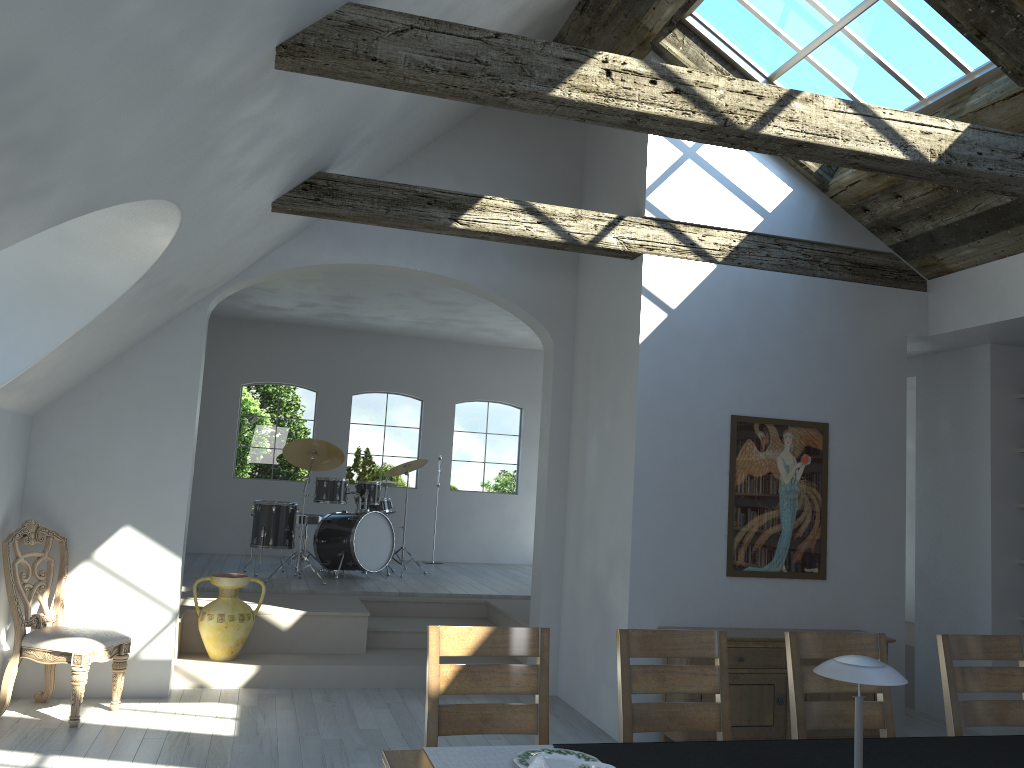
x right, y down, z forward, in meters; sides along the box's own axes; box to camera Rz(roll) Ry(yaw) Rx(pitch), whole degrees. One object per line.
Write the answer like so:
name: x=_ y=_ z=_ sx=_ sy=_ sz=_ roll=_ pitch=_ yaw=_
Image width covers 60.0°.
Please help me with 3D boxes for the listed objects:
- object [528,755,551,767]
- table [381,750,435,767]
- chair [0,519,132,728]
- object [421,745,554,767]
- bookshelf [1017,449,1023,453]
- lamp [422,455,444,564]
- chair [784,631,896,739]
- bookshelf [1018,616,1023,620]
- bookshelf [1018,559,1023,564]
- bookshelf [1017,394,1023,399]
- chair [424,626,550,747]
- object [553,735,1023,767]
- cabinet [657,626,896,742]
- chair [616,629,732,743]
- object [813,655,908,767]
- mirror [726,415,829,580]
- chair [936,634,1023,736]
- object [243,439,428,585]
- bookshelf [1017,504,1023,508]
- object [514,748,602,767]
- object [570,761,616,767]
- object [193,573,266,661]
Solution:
object: x=0.072 y=1.012 z=2.303 sx=0.064 sy=0.092 sz=0.064 roll=3 pitch=-7 yaw=3
table: x=1.205 y=1.527 z=2.506 sx=3.078 sy=0.737 sz=0.939 roll=5 pitch=-7 yaw=-15
chair: x=-2.753 y=1.436 z=5.459 sx=0.655 sy=1.159 sz=0.552 roll=2 pitch=-7 yaw=10
object: x=1.240 y=1.198 z=2.554 sx=2.872 sy=0.077 sz=1.050 roll=5 pitch=-7 yaw=-15
bookshelf: x=4.859 y=0.139 z=2.720 sx=0.315 sy=0.070 sz=7.825 roll=5 pitch=-7 yaw=-15
lamp: x=-0.976 y=1.608 z=11.445 sx=0.232 sy=1.383 sz=0.238 roll=5 pitch=-7 yaw=-15
chair: x=1.389 y=1.508 z=3.396 sx=0.514 sy=1.006 sz=0.605 roll=5 pitch=-7 yaw=-15
bookshelf: x=4.790 y=1.315 z=2.582 sx=0.315 sy=0.070 sz=7.825 roll=5 pitch=-7 yaw=-15
bookshelf: x=4.813 y=0.923 z=2.628 sx=0.315 sy=0.070 sz=7.825 roll=5 pitch=-7 yaw=-15
bookshelf: x=4.882 y=-0.253 z=2.766 sx=0.315 sy=0.070 sz=7.825 roll=5 pitch=-7 yaw=-15
chair: x=-0.045 y=1.378 z=3.010 sx=0.514 sy=1.006 sz=0.605 roll=5 pitch=-7 yaw=-15
object: x=1.239 y=1.271 z=2.549 sx=2.456 sy=0.227 sz=1.073 roll=5 pitch=-7 yaw=-15
cabinet: x=1.649 y=1.921 z=5.542 sx=1.481 sy=0.714 sz=0.383 roll=5 pitch=-7 yaw=-15
chair: x=0.672 y=1.443 z=3.203 sx=0.514 sy=1.006 sz=0.605 roll=5 pitch=-7 yaw=-15
object: x=0.978 y=0.952 z=2.498 sx=0.251 sy=0.362 sz=0.251 roll=2 pitch=-7 yaw=8
mirror: x=1.767 y=0.754 z=5.872 sx=0.736 sy=1.047 sz=0.009 roll=5 pitch=-7 yaw=-15
chair: x=2.106 y=1.572 z=3.589 sx=0.514 sy=1.006 sz=0.605 roll=5 pitch=-7 yaw=-15
object: x=-1.959 y=1.333 z=9.543 sx=1.465 sy=1.383 sz=2.354 roll=0 pitch=-8 yaw=29
bookshelf: x=4.836 y=0.531 z=2.674 sx=0.315 sy=0.070 sz=7.825 roll=5 pitch=-7 yaw=-15
object: x=0.131 y=1.079 z=2.515 sx=0.250 sy=0.017 sz=0.253 roll=5 pitch=-7 yaw=-15
object: x=0.208 y=1.020 z=2.257 sx=0.124 sy=0.081 sz=0.130 roll=0 pitch=-8 yaw=27
object: x=-2.100 y=1.715 z=6.527 sx=0.396 sy=0.605 sz=0.402 roll=-1 pitch=-8 yaw=31
